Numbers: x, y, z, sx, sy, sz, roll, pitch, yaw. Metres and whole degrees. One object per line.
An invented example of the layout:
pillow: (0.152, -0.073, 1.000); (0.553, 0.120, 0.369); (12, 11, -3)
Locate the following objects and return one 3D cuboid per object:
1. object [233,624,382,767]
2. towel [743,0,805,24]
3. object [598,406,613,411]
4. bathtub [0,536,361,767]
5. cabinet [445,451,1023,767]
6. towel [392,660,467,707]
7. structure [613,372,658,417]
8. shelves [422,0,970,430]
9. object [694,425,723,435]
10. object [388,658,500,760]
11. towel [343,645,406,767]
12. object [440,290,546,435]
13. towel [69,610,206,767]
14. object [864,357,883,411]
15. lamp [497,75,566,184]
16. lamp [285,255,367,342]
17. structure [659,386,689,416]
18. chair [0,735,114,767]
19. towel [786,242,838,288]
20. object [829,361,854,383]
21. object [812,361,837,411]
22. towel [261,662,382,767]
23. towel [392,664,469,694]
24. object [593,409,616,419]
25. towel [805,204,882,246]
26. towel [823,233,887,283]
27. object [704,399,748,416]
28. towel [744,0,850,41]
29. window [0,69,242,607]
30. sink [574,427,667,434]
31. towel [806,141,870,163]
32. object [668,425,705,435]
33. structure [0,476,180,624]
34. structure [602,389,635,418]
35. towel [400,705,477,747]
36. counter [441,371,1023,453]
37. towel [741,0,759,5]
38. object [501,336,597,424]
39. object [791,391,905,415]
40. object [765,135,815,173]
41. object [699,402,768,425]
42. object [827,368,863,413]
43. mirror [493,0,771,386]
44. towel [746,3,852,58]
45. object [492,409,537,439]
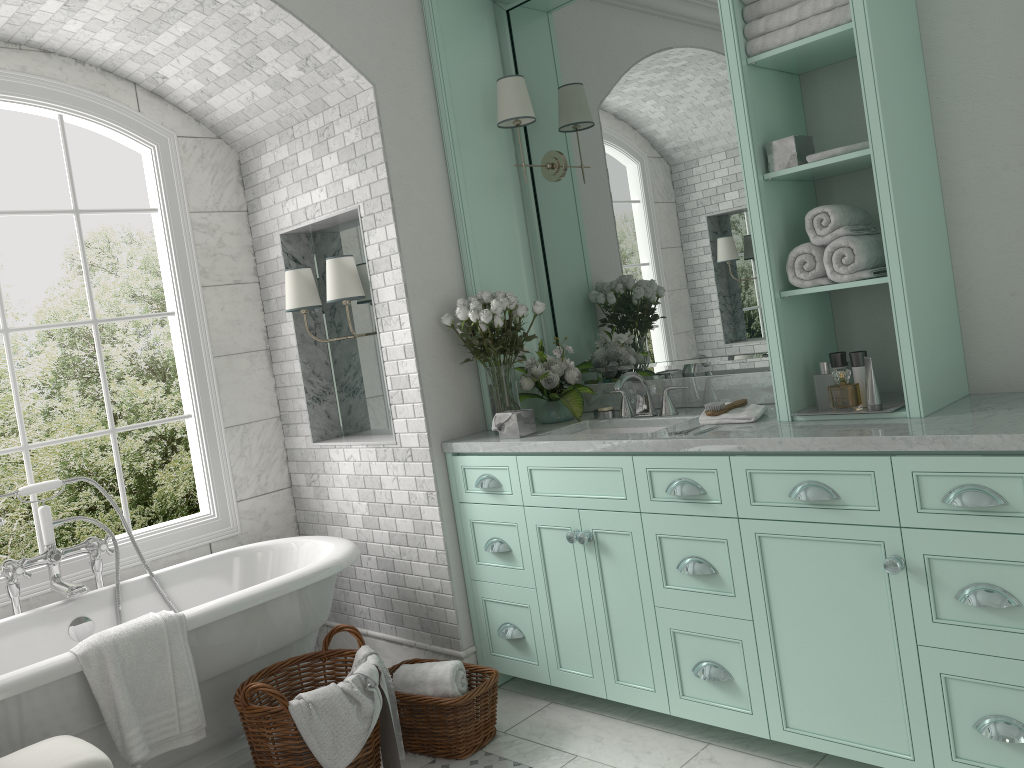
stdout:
object: (-0.708, 1.246, 3.200); (0.519, 0.570, 0.519); (-9, 3, -13)
towel: (1.110, -1.338, 3.125); (0.399, 0.068, 0.496); (-5, 6, 45)
object: (0.419, 0.113, 3.972); (0.052, 0.022, 0.077); (-10, 4, -24)
bathtub: (-1.515, 1.253, 3.459); (0.939, 0.757, 2.174); (-6, 5, 45)
cabinet: (1.033, 0.705, 3.283); (2.791, 1.096, 0.866); (-5, 5, 45)
towel: (-0.318, 1.201, 3.503); (0.320, 0.211, 0.150); (-7, 3, 27)
structure: (0.526, 0.047, 3.765); (0.103, 0.204, 0.235); (-7, 3, 34)
shelves: (0.878, -0.945, 3.323); (2.802, 2.121, 0.466); (-5, 4, 45)
object: (0.700, 0.164, 3.167); (0.168, 0.005, 0.020); (-12, 5, -41)
object: (-0.307, 1.313, 3.593); (0.549, 0.260, 0.347); (-6, 4, 35)
towel: (-0.649, 1.252, 3.209); (0.460, 0.469, 0.383); (-9, 3, -6)
object: (-0.060, -0.097, 3.970); (0.393, 0.653, 0.355); (-10, 3, -34)
towel: (-1.325, 1.064, 3.114); (0.376, 0.462, 0.452); (-11, 4, -43)
object: (1.190, -0.001, 2.936); (0.050, 0.179, 0.049); (-10, 3, -43)
lamp: (0.071, -1.179, 4.146); (0.182, 0.487, 0.310); (-7, 3, 44)
lamp: (-0.866, -0.406, 4.333); (0.546, 0.383, 0.309); (-5, 4, 45)
structure: (0.688, 0.067, 3.738); (0.157, 0.121, 0.083); (-7, 3, 29)
chair: (-1.337, 1.373, 2.538); (0.365, 0.602, 0.372); (-6, 3, 45)
towel: (1.102, -0.428, 3.131); (0.153, 0.163, 0.312); (-6, 5, 45)
object: (1.181, -0.003, 3.177); (0.035, 0.151, 0.093); (-10, 3, -42)
object: (1.099, 0.007, 3.090); (0.092, 0.169, 0.035); (-6, 3, 45)
towel: (-0.644, 1.235, 3.132); (0.401, 0.438, 0.482); (-11, 4, -44)
towel: (-0.323, 1.239, 3.645); (0.312, 0.185, 0.165); (-8, 3, 15)
object: (0.415, 0.134, 3.990); (0.080, 0.035, 0.133); (-11, 4, -27)
towel: (1.148, -0.557, 3.082); (0.168, 0.142, 0.299); (-6, 5, 45)
towel: (1.198, -0.434, 3.031); (0.160, 0.159, 0.305); (-6, 5, 45)
object: (0.827, 0.081, 3.392); (0.229, 0.044, 0.068); (-12, 4, -36)
towel: (1.111, -1.274, 3.119); (0.399, 0.068, 0.496); (-5, 6, 45)
window: (-2.237, -0.232, 3.905); (0.118, 2.320, 1.838); (-7, 3, 45)
sink: (0.444, 0.242, 3.673); (0.601, 0.079, 0.348); (-5, 6, 45)
towel: (1.170, -0.790, 3.009); (0.238, 0.056, 0.318); (-5, 5, 41)
object: (0.635, 0.169, 3.241); (0.075, 0.007, 0.176); (-6, 5, 37)
structure: (-1.737, 1.027, 3.774); (0.782, 1.284, 0.340); (-10, 2, -35)
structure: (0.470, 0.086, 3.927); (0.157, 0.121, 0.083); (-7, 3, 29)
towel: (-0.290, 1.346, 3.529); (0.310, 0.163, 0.154); (-6, 4, 35)
counter: (0.951, 0.075, 3.279); (2.800, 0.181, 0.827); (-5, 6, 45)
towel: (1.095, -1.394, 3.114); (0.399, 0.062, 0.496); (-5, 6, 45)
object: (0.186, -0.019, 4.112); (0.396, 0.402, 0.451); (-11, 4, -44)
object: (1.235, 0.068, 3.104); (0.349, 0.008, 0.440); (-5, 6, 45)
object: (0.972, -0.799, 3.088); (0.122, 0.105, 0.117); (-11, 4, -40)
object: (0.831, 0.111, 3.371); (0.316, 0.056, 0.240); (-5, 5, 41)
object: (1.126, 0.020, 3.006); (0.063, 0.147, 0.092); (-10, 3, -40)
mirror: (0.561, -0.980, 3.907); (1.432, 1.931, 0.015); (-6, 3, 45)
towel: (1.117, -1.213, 3.114); (0.399, 0.068, 0.496); (-5, 6, 45)
object: (0.002, 0.171, 3.802); (0.136, 0.112, 0.147); (-6, 4, 40)
